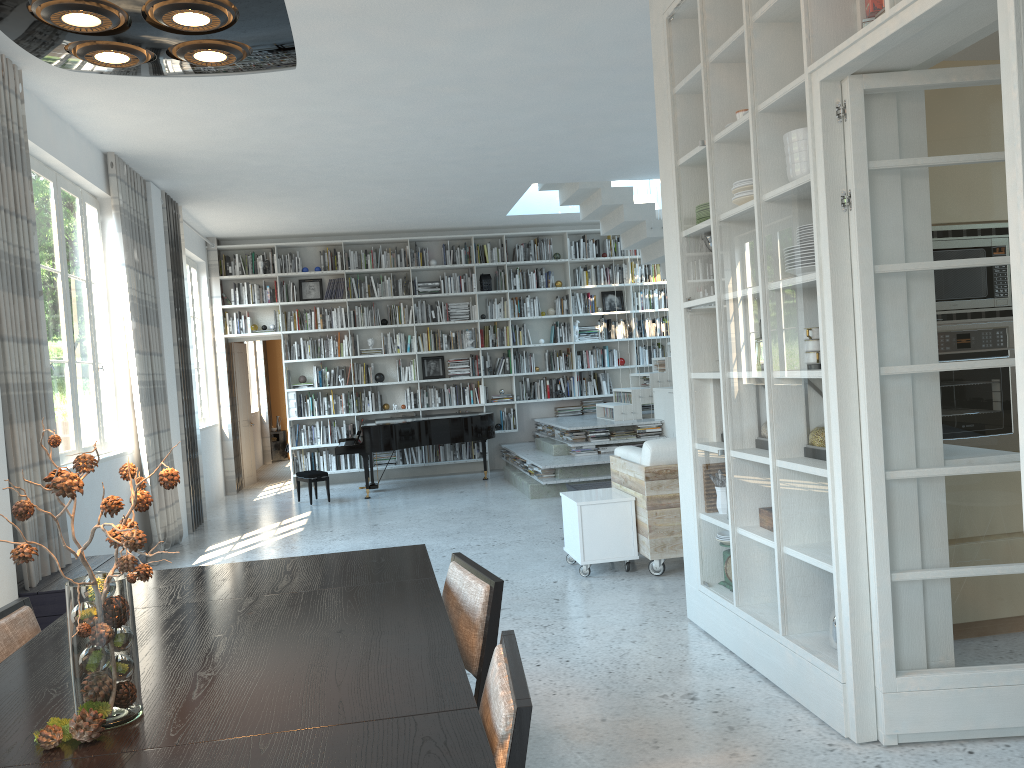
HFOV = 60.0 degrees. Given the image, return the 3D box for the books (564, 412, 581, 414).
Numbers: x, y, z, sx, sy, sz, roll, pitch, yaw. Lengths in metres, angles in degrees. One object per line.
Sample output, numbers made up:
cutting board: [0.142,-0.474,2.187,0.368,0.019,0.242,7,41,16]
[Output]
books: [0.762,0.394,12.037,0.308,0.008,0.195,-4,1,-7]

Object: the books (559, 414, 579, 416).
books: [0.764,0.417,12.032,0.308,0.008,0.195,-4,1,-13]

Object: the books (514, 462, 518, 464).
books: [0.116,0.963,10.897,0.157,0.014,0.180,-4,1,-12]

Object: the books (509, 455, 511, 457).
books: [0.054,0.899,11.201,0.171,0.020,0.193,-4,1,-5]

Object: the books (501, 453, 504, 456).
books: [-0.041,0.934,11.796,0.179,0.012,0.261,-4,1,-6]

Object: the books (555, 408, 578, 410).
books: [0.762,0.334,12.036,0.345,0.007,0.193,-4,1,-7]

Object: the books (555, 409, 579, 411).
books: [0.763,0.349,12.036,0.345,0.007,0.193,-4,1,-7]

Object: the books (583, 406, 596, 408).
books: [1.088,0.305,12.091,0.285,0.007,0.159,-4,1,-9]

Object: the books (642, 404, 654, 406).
books: [1.841,0.288,12.209,0.359,0.009,0.201,-4,1,-10]

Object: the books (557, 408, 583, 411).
books: [0.764,0.341,12.027,0.345,0.007,0.193,-4,1,-14]

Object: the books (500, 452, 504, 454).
books: [-0.044,0.909,11.795,0.177,0.012,0.278,-4,1,-13]

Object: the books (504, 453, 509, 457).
books: [-0.002,0.912,11.504,0.191,0.028,0.212,-4,1,-5]

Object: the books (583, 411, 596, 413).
books: [1.093,0.373,12.084,0.285,0.007,0.159,-4,1,-13]

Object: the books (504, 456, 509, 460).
books: [0.008,0.952,11.507,0.189,0.030,0.237,-4,1,-9]

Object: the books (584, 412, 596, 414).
books: [1.093,0.387,12.093,0.254,0.007,0.161,-4,1,-9]

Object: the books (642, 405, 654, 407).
books: [1.842,0.297,12.206,0.320,0.009,0.202,-4,1,-11]

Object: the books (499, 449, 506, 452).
books: [-0.052,0.875,11.793,0.191,0.013,0.243,-4,1,-13]

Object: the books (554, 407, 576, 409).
books: [0.761,0.319,12.035,0.345,0.007,0.193,-4,1,-11]

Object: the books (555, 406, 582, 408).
books: [0.760,0.312,12.035,0.345,0.007,0.193,-4,1,-7]

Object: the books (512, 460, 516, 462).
books: [0.110,0.942,10.896,0.159,0.012,0.292,-4,1,-12]

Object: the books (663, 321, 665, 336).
books: [2.078,-0.758,12.232,0.014,0.207,0.138,-4,2,-9]

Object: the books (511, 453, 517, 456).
books: [0.100,0.861,10.892,0.171,0.015,0.252,-4,1,-12]

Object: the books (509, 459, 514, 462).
books: [0.055,0.955,11.203,0.177,0.026,0.230,-4,1,-6]

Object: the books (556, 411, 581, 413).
books: [0.763,0.379,12.029,0.308,0.008,0.195,-4,1,-14]

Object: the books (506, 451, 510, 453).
books: [0.013,0.873,11.506,0.160,0.009,0.291,-4,1,-7]

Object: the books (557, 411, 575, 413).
books: [0.761,0.371,12.042,0.308,0.008,0.195,-4,1,-9]

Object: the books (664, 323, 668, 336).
books: [2.104,-0.746,12.195,0.024,0.181,0.191,-4,1,-9]

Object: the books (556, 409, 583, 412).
books: [0.764,0.356,12.034,0.345,0.007,0.193,-4,1,-12]

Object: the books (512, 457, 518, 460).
books: [0.108,0.911,10.895,0.159,0.011,0.246,-4,1,-13]

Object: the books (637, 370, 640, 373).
books: [1.721,-0.039,12.104,0.011,0.293,0.144,-4,2,-9]

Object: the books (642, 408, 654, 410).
books: [1.846,0.342,12.199,0.320,0.009,0.202,-4,1,-4]

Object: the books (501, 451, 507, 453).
books: [-0.042,0.898,11.795,0.187,0.009,0.211,-4,1,-10]

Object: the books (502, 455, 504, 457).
books: [-0.028,0.956,11.798,0.171,0.016,0.241,-4,1,-9]

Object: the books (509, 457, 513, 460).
books: [0.061,0.934,11.203,0.172,0.014,0.221,-4,1,-8]

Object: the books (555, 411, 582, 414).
books: [0.763,0.387,12.037,0.345,0.007,0.193,-4,1,-11]

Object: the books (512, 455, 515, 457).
books: [0.094,0.877,10.892,0.182,0.016,0.198,-4,1,-4]

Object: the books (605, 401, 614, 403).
books: [1.451,0.236,12.142,0.367,0.007,0.205,-4,1,-7]

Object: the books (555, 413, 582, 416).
books: [0.764,0.409,12.029,0.345,0.007,0.193,-4,1,-4]

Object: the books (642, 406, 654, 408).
books: [1.844,0.315,12.203,0.359,0.009,0.201,-4,1,-6]

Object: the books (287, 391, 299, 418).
books: [-2.819,0.262,11.421,0.106,0.340,0.307,-4,2,-9]

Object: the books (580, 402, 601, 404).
books: [1.086,0.255,12.083,0.285,0.005,0.159,-4,1,-12]

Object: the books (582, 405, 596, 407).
books: [1.086,0.293,12.086,0.285,0.005,0.159,-4,1,-11]

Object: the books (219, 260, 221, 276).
books: [-3.704,-1.456,11.270,0.014,0.219,0.188,-4,2,-9]

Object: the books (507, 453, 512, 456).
books: [0.050,0.881,11.200,0.180,0.015,0.294,-4,1,-11]

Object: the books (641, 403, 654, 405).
books: [1.842,0.271,12.200,0.315,0.009,0.199,-4,1,-5]

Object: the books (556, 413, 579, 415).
books: [0.763,0.402,12.032,0.308,0.008,0.195,-4,1,-5]

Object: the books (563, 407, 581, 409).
books: [0.761,0.326,12.035,0.308,0.008,0.195,-4,1,-7]

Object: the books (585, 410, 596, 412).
books: [1.094,0.360,12.084,0.254,0.007,0.161,-4,1,-13]

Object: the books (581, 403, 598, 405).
books: [1.084,0.266,12.080,0.285,0.005,0.159,-4,1,-13]

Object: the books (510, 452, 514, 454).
books: [0.087,0.840,10.890,0.193,0.005,0.224,-4,1,-13]

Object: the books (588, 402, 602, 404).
books: [1.087,0.261,12.081,0.254,0.006,0.161,-4,1,-5]

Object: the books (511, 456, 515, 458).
books: [0.101,0.888,10.893,0.169,0.009,0.241,-4,1,-13]

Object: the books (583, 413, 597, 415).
books: [1.093,0.401,12.094,0.285,0.007,0.159,-4,1,-9]

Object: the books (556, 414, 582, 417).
books: [0.765,0.424,12.032,0.345,0.007,0.193,-4,1,-5]

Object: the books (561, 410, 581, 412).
books: [0.765,0.364,12.029,0.308,0.008,0.195,-4,1,-4]

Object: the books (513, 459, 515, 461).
books: [0.114,0.930,10.896,0.165,0.012,0.205,-4,1,-9]

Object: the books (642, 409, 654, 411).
books: [1.845,0.352,12.210,0.320,0.009,0.202,-4,1,-10]

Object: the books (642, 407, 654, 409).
books: [1.843,0.324,12.210,0.359,0.009,0.201,-4,1,-8]

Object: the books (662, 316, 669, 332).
books: [2.121,-0.796,12.225,0.026,0.278,0.170,-4,2,-9]
